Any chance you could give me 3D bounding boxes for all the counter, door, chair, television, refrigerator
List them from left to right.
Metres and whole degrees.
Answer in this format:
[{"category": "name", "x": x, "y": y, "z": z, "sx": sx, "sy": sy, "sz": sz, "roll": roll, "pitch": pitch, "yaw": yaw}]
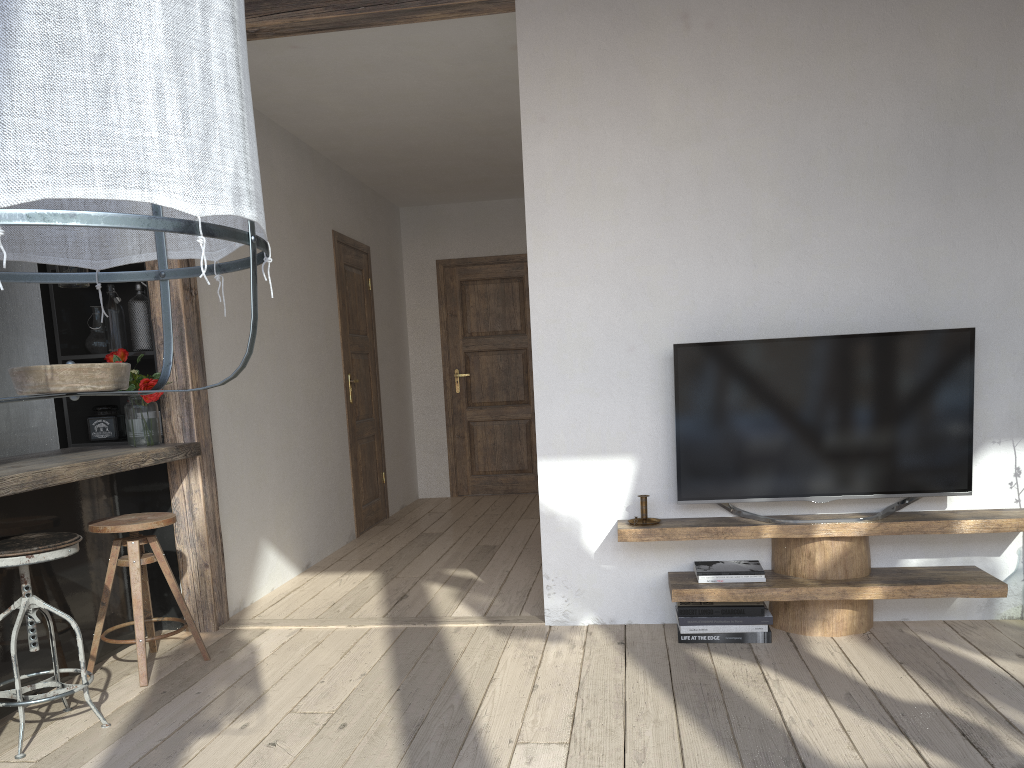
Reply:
[{"category": "counter", "x": -2.691, "y": 0.775, "z": 2.183, "sx": 2.242, "sy": 0.862, "sz": 3.772, "roll": -3, "pitch": 1, "yaw": 8}, {"category": "refrigerator", "x": -2.434, "y": 0.169, "z": 4.293, "sx": 0.944, "sy": 1.949, "sz": 0.839, "roll": -2, "pitch": 7, "yaw": 8}, {"category": "chair", "x": -1.531, "y": 0.811, "z": 2.811, "sx": 0.353, "sy": 0.645, "sz": 0.350, "roll": 2, "pitch": 8, "yaw": 41}, {"category": "chair", "x": -1.440, "y": 0.816, "z": 3.417, "sx": 0.341, "sy": 0.604, "sz": 0.336, "roll": 0, "pitch": 7, "yaw": 28}, {"category": "door", "x": -1.072, "y": 0.017, "z": 6.329, "sx": 0.082, "sy": 2.099, "sz": 0.828, "roll": -2, "pitch": 7, "yaw": 8}, {"category": "door", "x": -0.135, "y": -0.051, "z": 7.638, "sx": 0.942, "sy": 2.100, "sz": 0.080, "roll": -2, "pitch": 8, "yaw": 8}, {"category": "television", "x": 1.190, "y": 0.172, "z": 3.396, "sx": 1.103, "sy": 0.716, "sz": 0.203, "roll": -3, "pitch": 7, "yaw": 8}]

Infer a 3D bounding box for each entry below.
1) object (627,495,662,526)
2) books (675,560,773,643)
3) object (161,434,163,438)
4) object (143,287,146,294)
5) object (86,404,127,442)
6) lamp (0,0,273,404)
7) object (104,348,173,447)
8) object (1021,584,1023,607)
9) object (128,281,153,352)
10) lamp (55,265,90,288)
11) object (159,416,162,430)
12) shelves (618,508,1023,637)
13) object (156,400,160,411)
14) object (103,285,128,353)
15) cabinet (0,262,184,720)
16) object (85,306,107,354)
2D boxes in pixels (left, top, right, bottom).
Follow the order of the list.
[{"category": "object", "x": 0.530, "y": 0.504, "z": 3.530, "sx": 0.139, "sy": 0.114, "sz": 0.138, "roll": -4, "pitch": 4, "yaw": -10}, {"category": "books", "x": 0.834, "y": 0.863, "z": 3.498, "sx": 0.360, "sy": 0.268, "sz": 0.287, "roll": -3, "pitch": 4, "yaw": 8}, {"category": "object", "x": -1.624, "y": 0.237, "z": 4.026, "sx": 0.213, "sy": 0.025, "sz": 0.214, "roll": -4, "pitch": 1, "yaw": -34}, {"category": "object", "x": -1.676, "y": -0.293, "z": 4.010, "sx": 0.085, "sy": 0.306, "sz": 0.085, "roll": -8, "pitch": 9, "yaw": -35}, {"category": "object", "x": -1.840, "y": 0.176, "z": 4.004, "sx": 0.134, "sy": 0.167, "sz": 0.132, "roll": -3, "pitch": 5, "yaw": -2}, {"category": "lamp", "x": -0.489, "y": -0.934, "z": 0.755, "sx": 0.396, "sy": 1.922, "sz": 0.405, "roll": -9, "pitch": 10, "yaw": -41}, {"category": "object", "x": -1.578, "y": 0.055, "z": 3.716, "sx": 0.311, "sy": 0.421, "sz": 0.248, "roll": 2, "pitch": 8, "yaw": 40}, {"category": "object", "x": 2.174, "y": 0.367, "z": 3.265, "sx": 0.515, "sy": 1.136, "sz": 0.271, "roll": -4, "pitch": 7, "yaw": -6}, {"category": "object", "x": -1.627, "y": -0.317, "z": 3.868, "sx": 0.108, "sy": 0.355, "sz": 0.107, "roll": 3, "pitch": 9, "yaw": 37}, {"category": "lamp", "x": -1.594, "y": -1.035, "z": 3.148, "sx": 0.226, "sy": 1.361, "sz": 0.107, "roll": -2, "pitch": 8, "yaw": 10}, {"category": "object", "x": -1.627, "y": 0.188, "z": 4.019, "sx": 0.162, "sy": 0.086, "sz": 0.160, "roll": -2, "pitch": 3, "yaw": 21}, {"category": "shelves", "x": 1.224, "y": 0.753, "z": 3.430, "sx": 1.603, "sy": 0.457, "sz": 0.326, "roll": -3, "pitch": 5, "yaw": 8}, {"category": "object", "x": -1.731, "y": 0.147, "z": 4.166, "sx": 0.125, "sy": 0.209, "sz": 0.123, "roll": -4, "pitch": 6, "yaw": -6}, {"category": "object", "x": -1.766, "y": -0.286, "z": 3.907, "sx": 0.086, "sy": 0.306, "sz": 0.084, "roll": -3, "pitch": 7, "yaw": -1}, {"category": "cabinet", "x": -2.777, "y": -0.057, "z": 2.278, "sx": 2.094, "sy": 2.537, "sz": 4.169, "roll": -2, "pitch": 3, "yaw": 8}, {"category": "object", "x": -1.879, "y": -0.241, "z": 4.010, "sx": 0.132, "sy": 0.223, "sz": 0.130, "roll": -1, "pitch": 6, "yaw": 19}]
